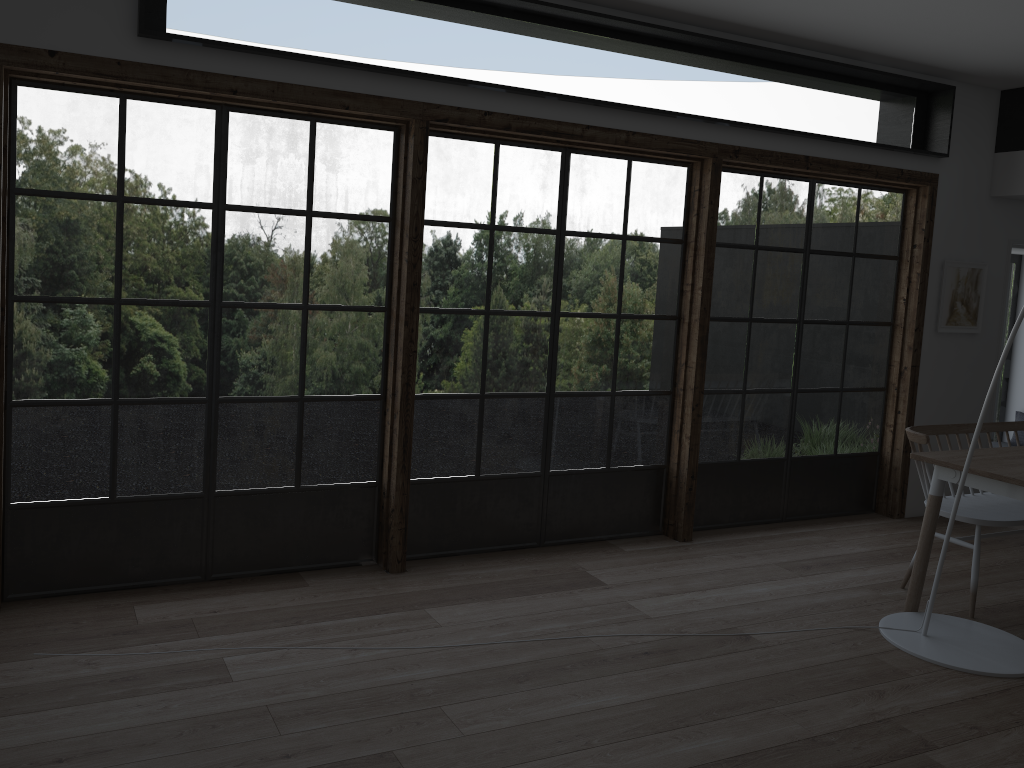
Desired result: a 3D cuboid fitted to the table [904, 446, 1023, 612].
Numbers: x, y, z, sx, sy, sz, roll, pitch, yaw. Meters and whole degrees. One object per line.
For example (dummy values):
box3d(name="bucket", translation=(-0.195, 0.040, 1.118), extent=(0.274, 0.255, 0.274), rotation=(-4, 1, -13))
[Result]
box3d(name="table", translation=(2.946, 0.750, 4.160), extent=(1.996, 0.746, 0.961), rotation=(0, 7, -27))

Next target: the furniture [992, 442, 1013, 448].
box3d(name="furniture", translation=(3.643, 0.541, 6.672), extent=(1.028, 0.115, 0.612), rotation=(-1, 8, -27))

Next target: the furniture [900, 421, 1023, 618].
box3d(name="furniture", translation=(2.596, 0.649, 4.553), extent=(1.330, 0.807, 0.559), rotation=(0, 7, -26))

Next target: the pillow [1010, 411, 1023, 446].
box3d(name="pillow", translation=(4.069, 0.387, 6.836), extent=(0.177, 0.292, 0.414), rotation=(0, 7, -28))

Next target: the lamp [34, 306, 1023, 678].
box3d(name="lamp", translation=(0.890, 0.074, 3.595), extent=(5.216, 2.017, 0.875), rotation=(3, 5, 0))

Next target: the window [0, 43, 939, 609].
box3d(name="window", translation=(0.256, -0.213, 4.655), extent=(5.283, 2.248, 0.165), rotation=(0, 6, -26))

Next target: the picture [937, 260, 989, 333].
box3d(name="picture", translation=(2.977, -0.574, 5.851), extent=(0.425, 0.469, 0.030), rotation=(0, 6, -26))
